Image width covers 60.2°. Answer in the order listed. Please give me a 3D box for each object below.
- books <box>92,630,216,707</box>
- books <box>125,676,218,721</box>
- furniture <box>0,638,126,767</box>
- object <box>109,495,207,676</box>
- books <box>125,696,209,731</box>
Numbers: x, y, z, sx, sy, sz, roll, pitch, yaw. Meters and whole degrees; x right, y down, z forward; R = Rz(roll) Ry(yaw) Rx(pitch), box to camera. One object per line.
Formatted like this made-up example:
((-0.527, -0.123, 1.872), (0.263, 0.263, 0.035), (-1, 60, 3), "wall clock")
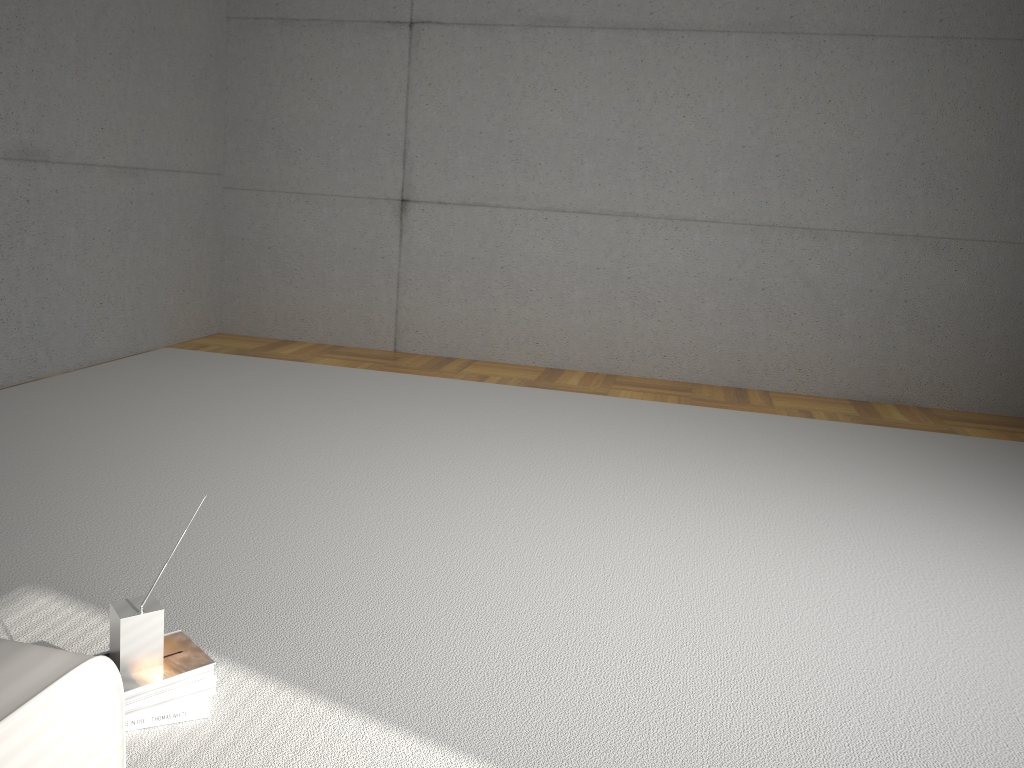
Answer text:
((-0.818, 0.628, 1.941), (0.265, 0.032, 0.191), (-8, 16, -43), "books")
((-0.813, 0.661, 1.945), (0.265, 0.032, 0.191), (-6, 15, -38), "books")
((-1.759, 0.645, 0.702), (2.172, 0.516, 1.631), (6, 12, 11), "furniture")
((-0.777, 0.429, 1.951), (0.186, 0.362, 0.091), (-3, 10, -38), "object")
((-0.815, 0.692, 1.949), (0.264, 0.032, 0.191), (-1, 13, -24), "books")
